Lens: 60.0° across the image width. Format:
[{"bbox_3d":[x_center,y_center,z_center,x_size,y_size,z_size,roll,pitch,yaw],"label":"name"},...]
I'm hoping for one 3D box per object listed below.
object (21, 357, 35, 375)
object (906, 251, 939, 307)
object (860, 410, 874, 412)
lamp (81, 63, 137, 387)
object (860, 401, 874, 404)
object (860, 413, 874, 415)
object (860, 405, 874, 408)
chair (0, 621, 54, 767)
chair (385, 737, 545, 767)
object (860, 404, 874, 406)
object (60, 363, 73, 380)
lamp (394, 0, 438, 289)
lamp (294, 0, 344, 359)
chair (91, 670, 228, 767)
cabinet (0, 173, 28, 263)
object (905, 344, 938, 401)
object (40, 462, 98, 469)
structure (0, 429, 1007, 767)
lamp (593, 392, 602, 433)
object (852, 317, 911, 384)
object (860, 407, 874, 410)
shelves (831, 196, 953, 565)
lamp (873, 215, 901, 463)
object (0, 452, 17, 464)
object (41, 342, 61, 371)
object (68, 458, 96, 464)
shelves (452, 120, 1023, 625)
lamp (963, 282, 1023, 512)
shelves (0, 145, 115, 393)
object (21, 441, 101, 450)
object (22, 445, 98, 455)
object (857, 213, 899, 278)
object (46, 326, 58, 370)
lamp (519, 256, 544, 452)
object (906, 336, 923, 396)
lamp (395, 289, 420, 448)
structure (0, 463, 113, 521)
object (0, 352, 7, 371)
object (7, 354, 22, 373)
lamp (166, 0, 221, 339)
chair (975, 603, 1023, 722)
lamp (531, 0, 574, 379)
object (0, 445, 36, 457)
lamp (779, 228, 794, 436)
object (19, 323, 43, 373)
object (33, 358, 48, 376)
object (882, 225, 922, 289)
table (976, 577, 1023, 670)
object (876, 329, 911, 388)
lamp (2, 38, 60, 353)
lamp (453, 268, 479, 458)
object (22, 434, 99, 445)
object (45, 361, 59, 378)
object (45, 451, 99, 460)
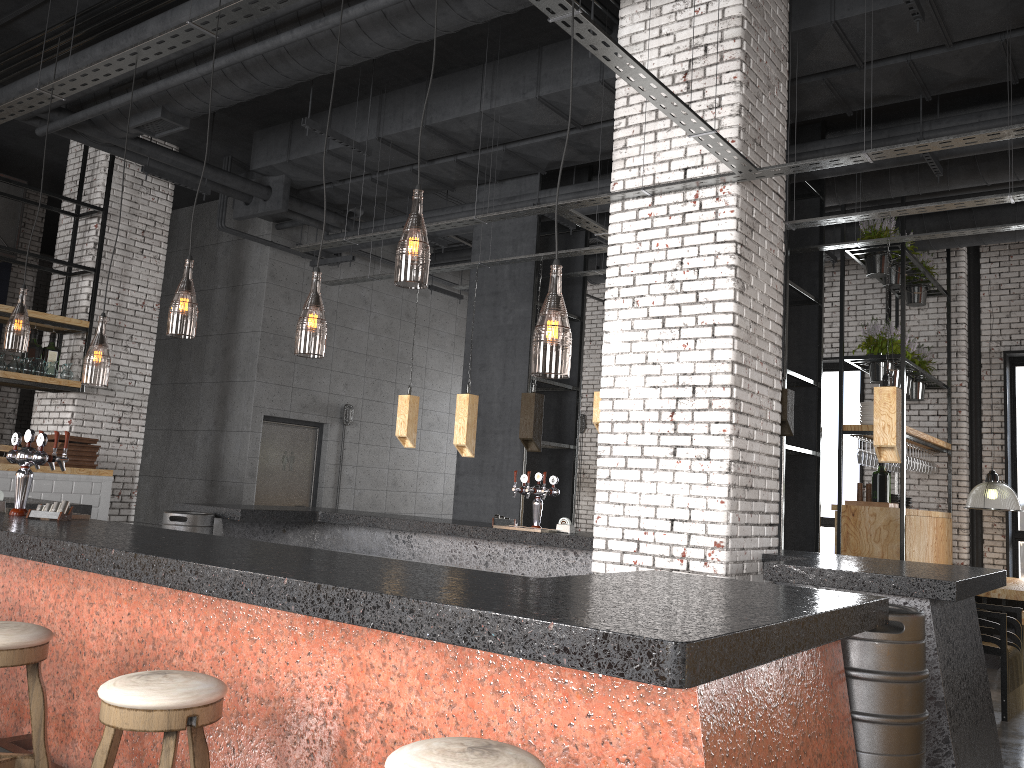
[{"bbox_3d":[-4.594,-0.171,8.422,0.118,0.181,0.118,7,-8,-20],"label":"object"},{"bbox_3d":[4.733,-1.197,10.386,0.415,0.560,0.467,11,-10,-43],"label":"object"},{"bbox_3d":[3.659,0.285,8.873,0.335,0.043,0.333,1,-7,20],"label":"object"},{"bbox_3d":[-1.775,-0.786,3.987,0.108,1.603,0.108,1,-8,18],"label":"lamp"},{"bbox_3d":[3.664,0.208,8.884,0.335,0.039,0.334,2,-7,10],"label":"object"},{"bbox_3d":[3.658,0.320,8.868,0.334,0.040,0.334,8,-8,-31],"label":"object"},{"bbox_3d":[3.661,0.246,8.879,0.334,0.044,0.334,3,-7,7],"label":"object"},{"bbox_3d":[-1.752,1.186,2.838,0.480,0.808,0.437,2,-8,10],"label":"chair"},{"bbox_3d":[-0.070,1.169,1.810,0.439,0.808,0.479,4,-8,-5],"label":"chair"},{"bbox_3d":[3.663,0.227,8.881,0.335,0.039,0.334,2,-7,11],"label":"object"},{"bbox_3d":[-4.364,-0.122,8.700,0.118,0.181,0.118,8,-9,-29],"label":"object"},{"bbox_3d":[-0.263,-1.097,2.861,0.108,1.603,0.108,7,-9,-21],"label":"lamp"},{"bbox_3d":[-0.676,-0.823,3.258,0.108,1.465,0.108,3,-8,8],"label":"lamp"},{"bbox_3d":[-1.041,1.215,2.459,0.439,0.808,0.479,2,-8,15],"label":"chair"},{"bbox_3d":[-7.797,-1.920,8.275,0.682,1.773,5.849,-2,-9,36],"label":"cabinet"},{"bbox_3d":[4.638,-0.090,10.232,0.416,0.560,0.467,9,-9,-34],"label":"object"},{"bbox_3d":[-4.276,0.755,8.346,0.635,0.044,0.404,-1,-8,32],"label":"object"},{"bbox_3d":[-0.778,1.183,5.068,5.874,1.538,4.300,-1,-9,36],"label":"structure"},{"bbox_3d":[0.714,-0.324,6.549,0.127,1.424,0.127,-2,-10,36],"label":"lamp"},{"bbox_3d":[3.768,-0.290,9.050,0.467,0.560,0.415,3,-8,2],"label":"object"},{"bbox_3d":[3.660,0.266,8.876,0.334,0.041,0.334,3,-7,6],"label":"object"},{"bbox_3d":[4.157,0.260,9.588,0.689,5.033,2.327,-2,-10,36],"label":"shelves"},{"bbox_3d":[2.285,-0.299,5.389,0.127,1.551,0.127,-2,-10,36],"label":"lamp"},{"bbox_3d":[-4.551,0.668,7.993,0.436,0.097,0.436,7,-8,-28],"label":"object"},{"bbox_3d":[-4.580,-0.234,8.787,0.105,0.407,0.156,-3,-10,40],"label":"object"},{"bbox_3d":[-4.273,0.711,8.352,0.635,0.044,0.404,-2,-9,39],"label":"object"},{"bbox_3d":[2.206,-0.380,7.931,6.145,4.379,1.000,-2,-10,36],"label":"shelves"},{"bbox_3d":[4.977,0.092,9.204,0.536,2.413,0.535,6,-8,-17],"label":"lamp"},{"bbox_3d":[-6.010,-1.814,6.838,0.597,3.075,5.663,-2,-9,36],"label":"shelves"},{"bbox_3d":[-4.265,0.580,8.371,0.636,0.044,0.404,0,-8,30],"label":"object"},{"bbox_3d":[-4.268,0.623,8.364,0.635,0.044,0.404,-2,-9,37],"label":"object"},{"bbox_3d":[3.799,-1.399,9.224,0.416,0.560,0.466,2,-8,11],"label":"object"},{"bbox_3d":[-4.572,-0.310,8.795,0.096,0.552,0.140,-3,-10,40],"label":"object"},{"bbox_3d":[0.185,-0.248,6.923,0.127,1.551,0.127,-2,-10,36],"label":"lamp"},{"bbox_3d":[4.309,-0.157,9.858,0.416,0.560,0.466,5,-8,-7],"label":"object"},{"bbox_3d":[-0.866,-0.222,7.691,0.127,1.551,0.127,-2,-10,36],"label":"lamp"},{"bbox_3d":[-6.111,1.106,6.418,1.510,1.349,5.786,-2,-9,36],"label":"structure"},{"bbox_3d":[-4.760,-0.203,8.244,0.118,0.181,0.118,4,-8,0],"label":"object"},{"bbox_3d":[-4.674,-0.187,8.330,0.118,0.181,0.118,4,-8,-4],"label":"object"},{"bbox_3d":[-1.236,-0.975,3.553,0.108,1.603,0.108,7,-9,-21],"label":"lamp"},{"bbox_3d":[3.378,2.016,6.582,0.638,0.732,0.655,-2,-10,39],"label":"chair"},{"bbox_3d":[0.153,-0.812,2.501,0.108,1.603,0.108,7,-9,-21],"label":"lamp"},{"bbox_3d":[-4.548,0.602,8.007,0.437,0.154,0.439,4,-7,-6],"label":"object"},{"bbox_3d":[1.764,-0.362,5.783,0.127,1.399,0.127,-2,-10,36],"label":"lamp"},{"bbox_3d":[-4.674,-0.333,8.639,0.105,0.555,0.156,-3,-10,40],"label":"object"},{"bbox_3d":[-4.535,-0.154,8.527,0.118,0.181,0.118,2,-8,13],"label":"object"},{"bbox_3d":[4.134,-1.329,9.619,0.467,0.560,0.415,4,-8,-5],"label":"object"},{"bbox_3d":[4.882,2.384,8.957,1.000,0.765,2.111,-2,-9,36],"label":"table"},{"bbox_3d":[4.034,-0.221,9.472,0.416,0.560,0.466,-1,-9,31],"label":"object"},{"bbox_3d":[-2.326,-0.949,4.349,0.108,1.603,0.108,7,-9,-21],"label":"lamp"},{"bbox_3d":[-0.342,-0.205,7.303,0.127,1.611,0.127,-2,-10,36],"label":"lamp"},{"bbox_3d":[-4.242,0.527,8.298,0.636,0.094,0.405,-1,-8,34],"label":"object"},{"bbox_3d":[-4.478,-0.138,8.633,0.118,0.181,0.118,1,-8,20],"label":"object"},{"bbox_3d":[-4.271,0.667,8.358,0.635,0.044,0.404,-1,-8,33],"label":"object"}]
